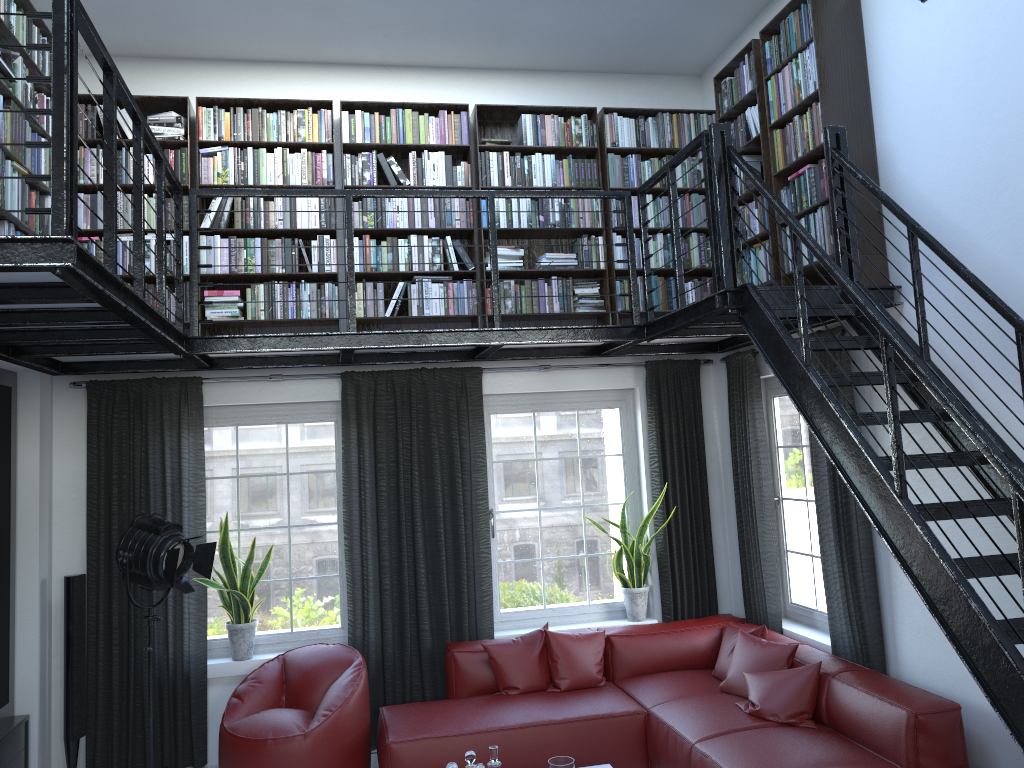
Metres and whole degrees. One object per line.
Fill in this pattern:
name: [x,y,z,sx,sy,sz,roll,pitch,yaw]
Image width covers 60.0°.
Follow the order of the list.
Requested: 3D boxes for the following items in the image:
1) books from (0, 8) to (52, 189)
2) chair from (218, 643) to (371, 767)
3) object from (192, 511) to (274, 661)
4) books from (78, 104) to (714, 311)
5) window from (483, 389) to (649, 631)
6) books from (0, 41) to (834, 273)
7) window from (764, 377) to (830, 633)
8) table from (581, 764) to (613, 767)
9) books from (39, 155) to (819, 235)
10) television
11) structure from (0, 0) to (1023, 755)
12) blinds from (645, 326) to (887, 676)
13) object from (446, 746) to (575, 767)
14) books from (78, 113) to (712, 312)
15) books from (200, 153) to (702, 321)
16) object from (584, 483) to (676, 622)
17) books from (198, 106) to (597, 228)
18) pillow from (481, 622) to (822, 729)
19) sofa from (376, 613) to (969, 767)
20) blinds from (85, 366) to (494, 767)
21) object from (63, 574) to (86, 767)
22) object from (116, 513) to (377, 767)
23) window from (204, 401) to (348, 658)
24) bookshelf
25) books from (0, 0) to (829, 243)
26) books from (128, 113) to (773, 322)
books: [-2.369,-1.209,3.746,0.315,1.428,2.198,-2,-5,-11]
chair: [-1.225,1.917,5.023,0.828,0.714,0.829,-7,-7,40]
object: [-1.803,1.245,5.444,0.553,0.943,0.524,-3,-6,-1]
books: [-0.686,-1.123,5.913,4.443,1.402,0.241,-2,-6,-11]
window: [0.348,0.854,6.187,1.167,1.612,0.132,-2,-7,-12]
books: [-0.414,-1.233,4.720,4.385,1.410,1.165,-2,-6,-12]
window: [1.891,0.714,5.441,0.133,1.611,1.162,-2,-6,-12]
table: [-0.210,1.991,3.651,1.665,0.245,1.161,-2,-4,-12]
books: [-0.387,-1.119,4.470,4.337,1.144,1.592,-2,-5,-12]
television: [-2.498,1.001,3.457,0.117,2.436,3.339,-2,-5,-12]
structure: [-0.171,0.421,3.649,4.490,3.367,4.597,-2,-5,-12]
blinds: [1.630,0.933,5.502,0.527,2.389,1.743,0,-7,-29]
object: [-0.087,1.734,3.903,1.009,0.296,0.510,-2,-5,-8]
books: [-0.687,-1.134,5.919,4.437,1.418,0.226,-2,-6,-12]
books: [-0.316,-0.997,5.989,3.392,1.126,0.239,-2,-6,-12]
object: [0.812,1.141,5.960,0.553,0.943,0.523,-1,-6,-23]
books: [-0.708,-1.418,5.958,2.637,0.831,0.212,-2,-6,-12]
pillow: [0.899,1.621,5.274,1.953,0.403,0.981,-6,-5,30]
sofa: [0.682,1.795,4.263,2.542,0.658,3.267,-2,-4,-12]
blinds: [-1.357,1.106,5.594,2.509,2.395,0.125,-2,-7,-12]
object: [-2.567,1.740,5.170,0.157,1.226,0.157,-4,-6,4]
object: [-0.989,1.489,5.371,2.906,1.585,0.750,-1,-7,-28]
window: [-1.616,0.931,5.781,1.167,1.612,0.132,-2,-7,-12]
bookshelf: [-0.407,-1.174,4.580,4.477,1.622,3.076,-2,-5,-12]
books: [-0.324,-1.277,4.192,4.378,1.414,2.196,-2,-5,-12]
books: [-0.607,-1.178,5.442,4.436,1.435,1.280,-2,-6,-10]
